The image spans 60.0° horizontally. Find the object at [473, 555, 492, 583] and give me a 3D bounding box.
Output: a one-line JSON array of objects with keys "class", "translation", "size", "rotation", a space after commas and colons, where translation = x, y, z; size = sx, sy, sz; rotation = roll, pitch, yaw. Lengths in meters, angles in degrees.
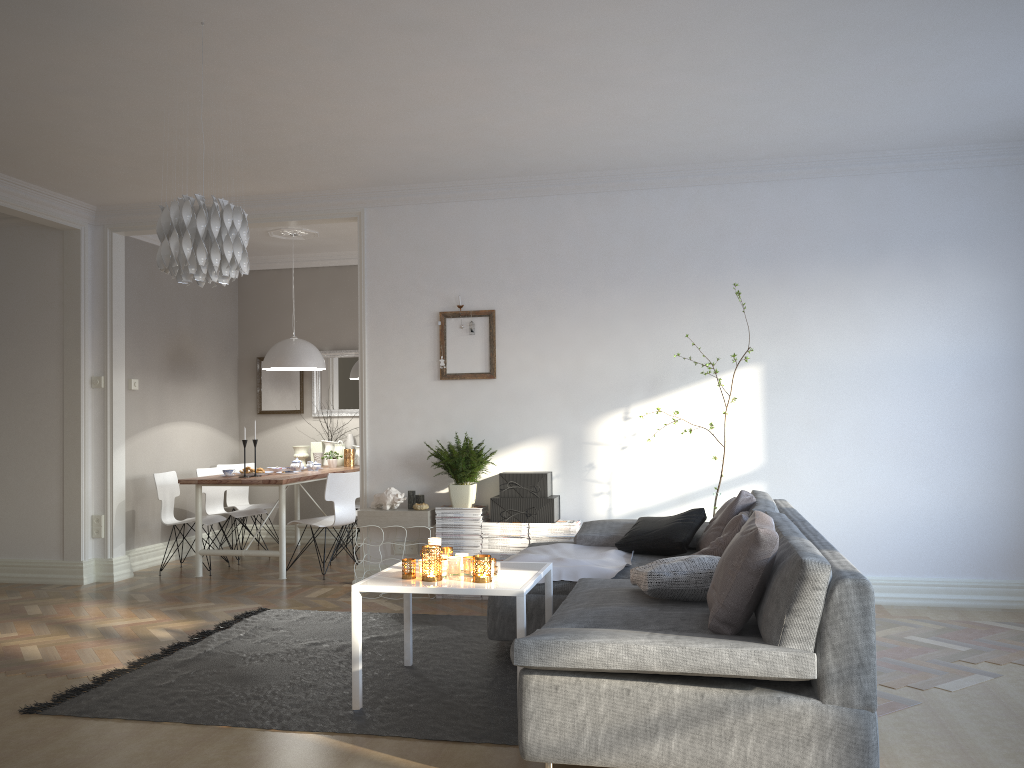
[{"class": "object", "translation": [-0.123, 0.760, 3.648], "size": [0.080, 0.104, 0.080], "rotation": [-1, -2, 2]}]

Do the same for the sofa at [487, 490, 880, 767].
[{"class": "sofa", "translation": [0.574, 0.962, 3.965], "size": [1.555, 0.772, 2.633], "rotation": [-1, -2, 12]}]

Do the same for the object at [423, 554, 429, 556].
[{"class": "object", "translation": [-0.365, 0.786, 3.913], "size": [0.056, 0.066, 0.056], "rotation": [0, -2, -26]}]

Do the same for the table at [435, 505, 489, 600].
[{"class": "table", "translation": [-0.326, 1.107, 5.884], "size": [0.321, 0.596, 0.247], "rotation": [-1, -2, 12]}]

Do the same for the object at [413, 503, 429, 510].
[{"class": "object", "translation": [-0.601, 0.812, 5.879], "size": [0.099, 0.046, 0.104], "rotation": [1, -3, -32]}]

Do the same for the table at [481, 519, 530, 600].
[{"class": "table", "translation": [-0.024, 1.149, 5.819], "size": [0.327, 0.499, 0.247], "rotation": [-1, -2, 12]}]

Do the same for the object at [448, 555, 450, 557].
[{"class": "object", "translation": [-0.290, 0.797, 3.953], "size": [0.052, 0.058, 0.050], "rotation": [0, -2, -19]}]

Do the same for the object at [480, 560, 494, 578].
[{"class": "object", "translation": [-0.105, 0.778, 3.719], "size": [0.060, 0.073, 0.060], "rotation": [0, -2, -26]}]

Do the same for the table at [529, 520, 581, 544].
[{"class": "table", "translation": [0.284, 1.143, 5.754], "size": [0.327, 0.499, 0.247], "rotation": [-1, -2, 12]}]

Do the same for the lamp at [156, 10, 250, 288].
[{"class": "lamp", "translation": [-1.245, -0.933, 3.571], "size": [0.355, 1.065, 0.354], "rotation": [0, -2, -36]}]

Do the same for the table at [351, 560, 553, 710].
[{"class": "table", "translation": [-0.229, 1.073, 3.843], "size": [0.715, 0.504, 0.675], "rotation": [-1, -2, 12]}]

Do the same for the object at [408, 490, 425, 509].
[{"class": "object", "translation": [-0.647, 0.772, 5.972], "size": [0.123, 0.134, 0.062], "rotation": [1, -2, -37]}]

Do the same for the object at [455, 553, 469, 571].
[{"class": "object", "translation": [-0.221, 0.788, 3.919], "size": [0.060, 0.073, 0.060], "rotation": [-2, -2, 37]}]

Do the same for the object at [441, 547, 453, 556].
[{"class": "object", "translation": [-0.299, 0.792, 4.073], "size": [0.060, 0.079, 0.060], "rotation": [-1, -2, 6]}]

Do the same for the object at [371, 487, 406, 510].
[{"class": "object", "translation": [-0.826, 0.766, 5.948], "size": [0.311, 0.150, 0.137], "rotation": [-3, -3, 42]}]

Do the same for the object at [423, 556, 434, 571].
[{"class": "object", "translation": [-0.365, 0.789, 3.913], "size": [0.060, 0.073, 0.060], "rotation": [0, -2, -8]}]

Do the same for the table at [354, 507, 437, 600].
[{"class": "table", "translation": [-0.755, 1.127, 5.938], "size": [0.553, 0.575, 0.299], "rotation": [-1, -2, 13]}]

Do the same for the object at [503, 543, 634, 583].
[{"class": "object", "translation": [0.273, 1.099, 4.646], "size": [0.725, 0.437, 0.812], "rotation": [-1, -2, 10]}]

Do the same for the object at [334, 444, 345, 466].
[{"class": "object", "translation": [-1.615, 0.668, 8.319], "size": [0.114, 0.209, 0.112], "rotation": [-1, -2, 12]}]

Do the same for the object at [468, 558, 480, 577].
[{"class": "object", "translation": [-0.155, 0.781, 3.765], "size": [0.060, 0.073, 0.060], "rotation": [-2, -2, 37]}]

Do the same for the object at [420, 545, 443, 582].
[{"class": "object", "translation": [-0.336, 0.747, 3.694], "size": [0.090, 0.139, 0.087], "rotation": [0, -2, -18]}]

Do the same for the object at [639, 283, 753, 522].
[{"class": "object", "translation": [1.108, 0.213, 5.323], "size": [0.776, 1.674, 0.340], "rotation": [0, -2, -29]}]

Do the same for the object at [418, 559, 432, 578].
[{"class": "object", "translation": [-0.367, 0.783, 3.759], "size": [0.060, 0.073, 0.060], "rotation": [-1, -2, 1]}]

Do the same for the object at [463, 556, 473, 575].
[{"class": "object", "translation": [-0.183, 0.783, 3.824], "size": [0.060, 0.073, 0.060], "rotation": [-2, -2, 37]}]

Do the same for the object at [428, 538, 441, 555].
[{"class": "object", "translation": [-0.340, 0.715, 3.896], "size": [0.060, 0.073, 0.060], "rotation": [-2, -2, 28]}]

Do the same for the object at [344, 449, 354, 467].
[{"class": "object", "translation": [-1.516, 0.687, 8.259], "size": [0.095, 0.163, 0.095], "rotation": [1, -2, -38]}]

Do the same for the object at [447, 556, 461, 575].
[{"class": "object", "translation": [-0.249, 0.784, 3.825], "size": [0.060, 0.073, 0.060], "rotation": [0, -2, -32]}]

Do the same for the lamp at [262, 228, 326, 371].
[{"class": "lamp", "translation": [-1.868, -0.716, 7.596], "size": [0.530, 1.181, 0.530], "rotation": [-1, -2, 19]}]

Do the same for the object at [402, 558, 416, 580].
[{"class": "object", "translation": [-0.435, 0.780, 3.741], "size": [0.060, 0.079, 0.060], "rotation": [-1, -2, 2]}]

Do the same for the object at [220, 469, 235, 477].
[{"class": "object", "translation": [-2.225, 0.698, 6.960], "size": [0.137, 0.056, 0.116], "rotation": [-3, -3, 43]}]

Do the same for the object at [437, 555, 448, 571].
[{"class": "object", "translation": [-0.309, 0.787, 3.876], "size": [0.060, 0.073, 0.060], "rotation": [0, -2, -8]}]

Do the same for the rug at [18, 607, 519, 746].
[{"class": "rug", "translation": [-0.788, 1.342, 4.358], "size": [2.111, 0.055, 2.016], "rotation": [-1, -2, 12]}]

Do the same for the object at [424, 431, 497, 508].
[{"class": "object", "translation": [-0.341, 0.574, 5.864], "size": [0.438, 0.526, 0.368], "rotation": [-1, -2, 12]}]

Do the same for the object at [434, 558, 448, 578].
[{"class": "object", "translation": [-0.303, 0.783, 3.771], "size": [0.060, 0.073, 0.060], "rotation": [-1, -2, 1]}]

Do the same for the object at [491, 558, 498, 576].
[{"class": "object", "translation": [-0.086, 0.784, 3.802], "size": [0.054, 0.068, 0.047], "rotation": [0, -2, -28]}]

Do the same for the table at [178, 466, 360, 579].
[{"class": "table", "translation": [-1.881, 1.120, 7.532], "size": [0.853, 0.750, 1.987], "rotation": [-1, -2, 12]}]
